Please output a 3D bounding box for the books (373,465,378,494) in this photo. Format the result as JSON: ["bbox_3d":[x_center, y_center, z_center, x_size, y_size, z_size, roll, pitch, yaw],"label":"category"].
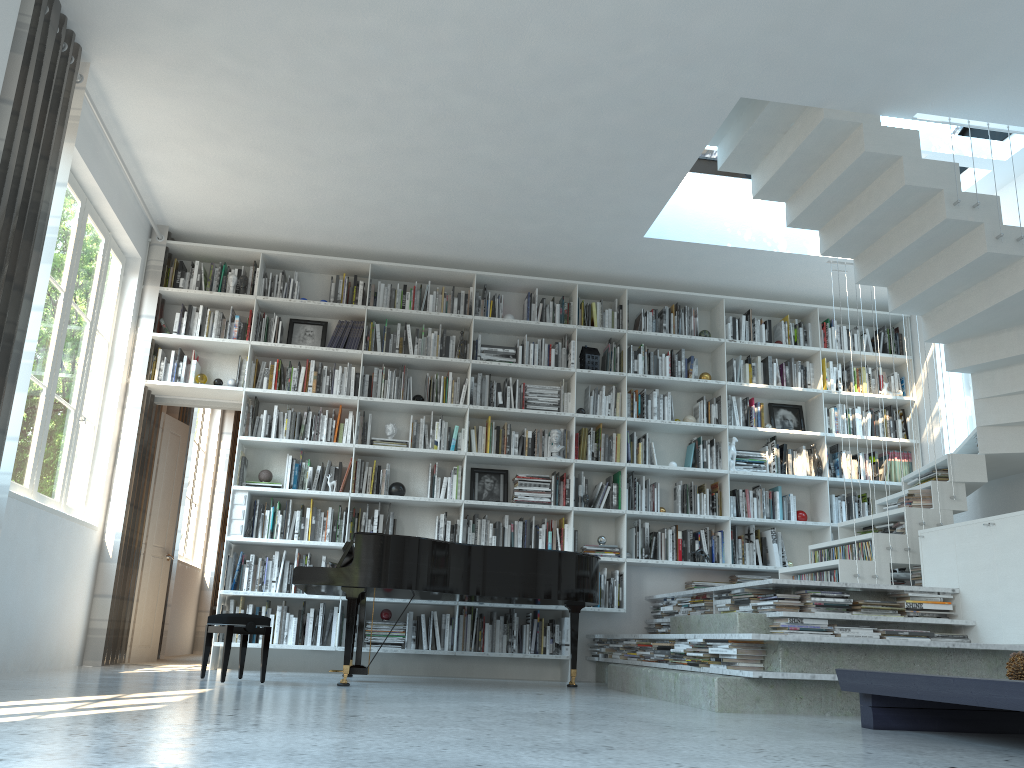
[{"bbox_3d":[-1.045,0.755,6.778,0.014,0.243,0.153,5,-16,-8],"label":"books"}]

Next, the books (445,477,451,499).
[{"bbox_3d":[-0.493,0.827,6.850,0.024,0.187,0.173,5,-16,-8],"label":"books"}]

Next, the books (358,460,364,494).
[{"bbox_3d":[-1.151,0.732,6.771,0.026,0.274,0.155,5,-16,-8],"label":"books"}]

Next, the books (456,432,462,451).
[{"bbox_3d":[-0.420,0.484,6.962,0.027,0.180,0.142,5,-16,-8],"label":"books"}]

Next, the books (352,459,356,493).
[{"bbox_3d":[-1.206,0.724,6.769,0.012,0.284,0.160,5,-16,-8],"label":"books"}]

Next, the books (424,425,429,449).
[{"bbox_3d":[-0.670,0.442,6.931,0.048,0.224,0.150,5,-16,-8],"label":"books"}]

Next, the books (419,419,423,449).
[{"bbox_3d":[-0.715,0.417,6.925,0.022,0.266,0.151,5,-16,-8],"label":"books"}]

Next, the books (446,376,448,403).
[{"bbox_3d":[-0.525,0.082,7.041,0.006,0.252,0.181,5,-16,-8],"label":"books"}]

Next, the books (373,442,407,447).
[{"bbox_3d":[-0.952,0.484,6.864,0.254,0.012,0.161,6,-17,-13],"label":"books"}]

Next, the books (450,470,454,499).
[{"bbox_3d":[-0.472,0.798,6.849,0.012,0.244,0.171,5,-16,-8],"label":"books"}]

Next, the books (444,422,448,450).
[{"bbox_3d":[-0.529,0.441,6.962,0.022,0.255,0.152,5,-16,-8],"label":"books"}]

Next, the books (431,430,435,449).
[{"bbox_3d":[-0.626,0.465,6.938,0.025,0.188,0.140,5,-16,-8],"label":"books"}]

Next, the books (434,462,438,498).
[{"bbox_3d":[-0.594,0.767,6.853,0.012,0.297,0.166,5,-16,-8],"label":"books"}]

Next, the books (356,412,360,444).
[{"bbox_3d":[-1.192,0.372,6.867,0.012,0.284,0.160,5,-16,-8],"label":"books"}]

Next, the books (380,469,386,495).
[{"bbox_3d":[-0.985,0.771,6.775,0.028,0.215,0.175,5,-16,-8],"label":"books"}]

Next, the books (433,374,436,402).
[{"bbox_3d":[-0.622,0.072,7.045,0.009,0.266,0.150,5,-16,-8],"label":"books"}]

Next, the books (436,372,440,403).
[{"bbox_3d":[-0.590,0.065,7.052,0.033,0.286,0.155,5,-16,-8],"label":"books"}]

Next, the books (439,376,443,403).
[{"bbox_3d":[-0.563,0.078,7.017,0.013,0.243,0.189,5,-16,-8],"label":"books"}]

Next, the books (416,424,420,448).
[{"bbox_3d":[-0.741,0.439,6.931,0.024,0.226,0.138,5,-16,-8],"label":"books"}]

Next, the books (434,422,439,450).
[{"bbox_3d":[-0.596,0.434,6.932,0.028,0.246,0.170,5,-16,-8],"label":"books"}]

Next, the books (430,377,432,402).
[{"bbox_3d":[-0.645,0.076,7.007,0.005,0.235,0.179,5,-16,-8],"label":"books"}]

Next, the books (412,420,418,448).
[{"bbox_3d":[-0.763,0.419,6.902,0.030,0.246,0.175,5,-16,-8],"label":"books"}]

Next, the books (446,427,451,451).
[{"bbox_3d":[-0.506,0.461,6.960,0.026,0.218,0.150,5,-16,-8],"label":"books"}]

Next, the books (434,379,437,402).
[{"bbox_3d":[-0.611,0.088,7.008,0.006,0.215,0.181,5,-16,-8],"label":"books"}]

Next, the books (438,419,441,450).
[{"bbox_3d":[-0.574,0.424,6.927,0.012,0.264,0.193,5,-16,-8],"label":"books"}]

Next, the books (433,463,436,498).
[{"bbox_3d":[-0.606,0.770,6.854,0.011,0.291,0.156,5,-16,-8],"label":"books"}]

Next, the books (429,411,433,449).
[{"bbox_3d":[-0.638,0.392,6.940,0.010,0.328,0.174,5,-16,-8],"label":"books"}]

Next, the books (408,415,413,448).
[{"bbox_3d":[-0.794,0.400,6.908,0.012,0.284,0.160,5,-16,-8],"label":"books"}]

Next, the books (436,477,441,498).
[{"bbox_3d":[-0.577,0.825,6.847,0.030,0.182,0.155,5,-16,-8],"label":"books"}]

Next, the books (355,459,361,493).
[{"bbox_3d":[-1.175,0.724,6.764,0.025,0.283,0.146,5,-16,-8],"label":"books"}]

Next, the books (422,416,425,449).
[{"bbox_3d":[-0.696,0.406,6.919,0.012,0.285,0.168,5,-16,-8],"label":"books"}]

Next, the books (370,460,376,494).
[{"bbox_3d":[-1.061,0.733,6.759,0.026,0.273,0.190,5,-16,-8],"label":"books"}]

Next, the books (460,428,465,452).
[{"bbox_3d":[-0.393,0.470,6.973,0.026,0.216,0.127,5,-16,-8],"label":"books"}]

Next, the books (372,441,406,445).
[{"bbox_3d":[-0.952,0.473,6.871,0.254,0.012,0.161,6,-17,-11],"label":"books"}]

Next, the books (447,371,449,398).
[{"bbox_3d":[-0.518,0.059,7.051,0.006,0.303,0.166,5,-16,-8],"label":"books"}]

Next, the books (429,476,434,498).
[{"bbox_3d":[-0.625,0.816,6.826,0.025,0.185,0.154,5,-16,-8],"label":"books"}]

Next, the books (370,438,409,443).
[{"bbox_3d":[-0.951,0.450,6.875,0.285,0.012,0.160,6,-17,-12],"label":"books"}]

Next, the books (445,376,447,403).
[{"bbox_3d":[-0.531,0.077,7.047,0.004,0.264,0.142,5,-16,-8],"label":"books"}]

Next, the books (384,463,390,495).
[{"bbox_3d":[-0.959,0.753,6.800,0.028,0.265,0.145,5,-16,-8],"label":"books"}]

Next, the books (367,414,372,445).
[{"bbox_3d":[-1.108,0.381,6.874,0.021,0.277,0.137,5,-16,-8],"label":"books"}]

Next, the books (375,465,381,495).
[{"bbox_3d":[-1.026,0.759,6.797,0.028,0.247,0.143,5,-16,-8],"label":"books"}]

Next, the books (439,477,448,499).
[{"bbox_3d":[-0.532,0.822,6.839,0.057,0.188,0.156,5,-16,-8],"label":"books"}]

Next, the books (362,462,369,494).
[{"bbox_3d":[-1.120,0.738,6.767,0.036,0.262,0.167,5,-16,-8],"label":"books"}]

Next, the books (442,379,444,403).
[{"bbox_3d":[-0.557,0.093,7.052,0.011,0.235,0.131,5,-16,-8],"label":"books"}]

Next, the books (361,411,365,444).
[{"bbox_3d":[-1.159,0.372,6.885,0.011,0.297,0.136,5,-16,-8],"label":"books"}]

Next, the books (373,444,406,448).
[{"bbox_3d":[-0.953,0.496,6.863,0.254,0.012,0.161,6,-17,-12],"label":"books"}]

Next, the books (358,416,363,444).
[{"bbox_3d":[-1.174,0.385,6.860,0.024,0.256,0.134,5,-16,-8],"label":"books"}]

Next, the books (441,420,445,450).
[{"bbox_3d":[-0.547,0.432,6.940,0.023,0.259,0.171,5,-16,-8],"label":"books"}]

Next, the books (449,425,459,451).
[{"bbox_3d":[-0.459,0.454,6.945,0.060,0.227,0.179,5,-16,-8],"label":"books"}]

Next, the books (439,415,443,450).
[{"bbox_3d":[-0.563,0.411,6.942,0.011,0.300,0.179,5,-16,-8],"label":"books"}]

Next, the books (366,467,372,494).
[{"bbox_3d":[-1.091,0.759,6.769,0.025,0.227,0.153,5,-16,-8],"label":"books"}]

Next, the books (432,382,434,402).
[{"bbox_3d":[-0.632,0.101,7.026,0.011,0.199,0.163,5,-16,-8],"label":"books"}]

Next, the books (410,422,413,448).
[{"bbox_3d":[-0.786,0.430,6.915,0.010,0.231,0.155,5,-16,-8],"label":"books"}]

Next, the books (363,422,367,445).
[{"bbox_3d":[-1.137,0.413,6.866,0.034,0.209,0.136,5,-16,-8],"label":"books"}]

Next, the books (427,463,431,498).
[{"bbox_3d":[-0.642,0.768,6.841,0.012,0.284,0.160,5,-16,-8],"label":"books"}]

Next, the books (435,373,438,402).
[{"bbox_3d":[-0.607,0.066,7.038,0.005,0.274,0.157,5,-16,-8],"label":"books"}]

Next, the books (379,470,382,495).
[{"bbox_3d":[-1.005,0.774,6.775,0.011,0.207,0.180,5,-16,-8],"label":"books"}]

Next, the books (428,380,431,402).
[{"bbox_3d":[-0.659,0.092,7.028,0.013,0.215,0.150,5,-16,-8],"label":"books"}]

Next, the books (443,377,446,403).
[{"bbox_3d":[-0.542,0.082,7.045,0.017,0.252,0.140,5,-16,-8],"label":"books"}]

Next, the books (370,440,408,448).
[{"bbox_3d":[-0.952,0.462,6.877,0.285,0.012,0.160,4,-16,-6],"label":"books"}]
